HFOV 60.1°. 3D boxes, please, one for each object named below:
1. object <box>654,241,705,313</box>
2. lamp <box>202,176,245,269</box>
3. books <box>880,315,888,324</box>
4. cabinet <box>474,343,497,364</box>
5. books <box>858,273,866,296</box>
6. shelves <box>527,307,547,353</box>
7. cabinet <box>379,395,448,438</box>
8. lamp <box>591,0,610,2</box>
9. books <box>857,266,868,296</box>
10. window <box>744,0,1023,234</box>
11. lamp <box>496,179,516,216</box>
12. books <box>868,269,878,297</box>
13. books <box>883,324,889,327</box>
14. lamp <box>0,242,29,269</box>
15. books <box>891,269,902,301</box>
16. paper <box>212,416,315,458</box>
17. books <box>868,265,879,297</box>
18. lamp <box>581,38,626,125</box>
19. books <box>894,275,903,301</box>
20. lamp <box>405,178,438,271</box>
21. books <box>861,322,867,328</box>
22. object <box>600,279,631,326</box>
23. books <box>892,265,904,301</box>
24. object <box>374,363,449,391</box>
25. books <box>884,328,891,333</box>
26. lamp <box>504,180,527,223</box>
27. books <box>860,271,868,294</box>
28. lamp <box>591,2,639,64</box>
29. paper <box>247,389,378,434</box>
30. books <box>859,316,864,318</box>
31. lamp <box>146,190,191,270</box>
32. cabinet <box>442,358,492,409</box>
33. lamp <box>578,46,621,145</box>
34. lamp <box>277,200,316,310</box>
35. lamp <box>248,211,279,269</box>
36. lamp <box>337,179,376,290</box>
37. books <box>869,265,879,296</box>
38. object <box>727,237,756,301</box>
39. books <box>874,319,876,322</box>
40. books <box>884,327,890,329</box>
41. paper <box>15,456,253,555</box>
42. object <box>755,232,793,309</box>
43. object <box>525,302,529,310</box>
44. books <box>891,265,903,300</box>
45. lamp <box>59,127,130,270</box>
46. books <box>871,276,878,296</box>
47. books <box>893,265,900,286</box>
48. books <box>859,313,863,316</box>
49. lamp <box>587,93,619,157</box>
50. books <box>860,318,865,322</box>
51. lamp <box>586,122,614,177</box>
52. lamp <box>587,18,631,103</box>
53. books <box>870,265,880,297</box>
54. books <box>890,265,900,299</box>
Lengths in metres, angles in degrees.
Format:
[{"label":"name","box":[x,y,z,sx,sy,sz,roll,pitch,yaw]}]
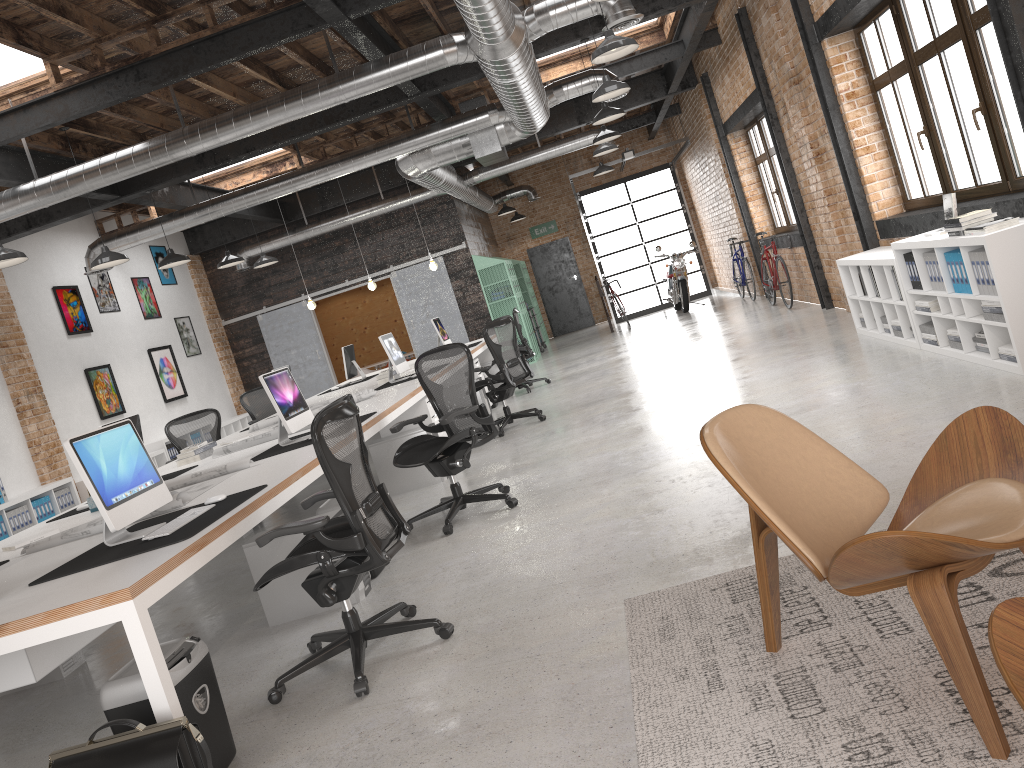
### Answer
[{"label":"object","box":[3.178,-2.054,16.952,0.814,1.356,2.180,-18,5,-5]},{"label":"lamp","box":[-3.812,-2.180,11.357,0.360,1.359,0.364,-17,3,14]},{"label":"books","box":[3.114,-0.540,7.107,0.216,0.077,0.292,-17,6,7]},{"label":"cabinet","box":[-0.349,-0.199,12.664,0.459,0.646,0.389,-17,4,7]},{"label":"books","box":[3.091,-0.944,7.543,0.271,0.353,0.063,-17,3,12]},{"label":"shelves","box":[0.281,-0.996,17.324,0.566,0.853,0.990,-17,5,7]},{"label":"cabinet","box":[-0.824,0.478,7.598,0.459,0.646,0.389,-17,4,7]},{"label":"lamp","box":[0.400,-2.832,4.848,0.360,1.359,0.365,-16,3,24]},{"label":"books","box":[3.080,-0.900,7.516,0.221,0.282,0.061,-17,3,12]},{"label":"window","box":[3.317,-2.472,9.034,0.146,1.686,8.679,-17,6,7]},{"label":"lamp","box":[-0.293,-3.804,16.398,0.363,1.335,0.361,-18,3,-16]},{"label":"books","box":[3.032,-0.843,7.218,0.182,0.261,0.057,-17,3,12]},{"label":"books","box":[3.119,-0.503,7.091,0.214,0.046,0.253,-17,6,7]},{"label":"lamp","box":[-4.147,-1.352,6.979,0.360,0.854,0.365,-16,4,24]},{"label":"books","box":[2.957,-0.755,6.600,0.182,0.261,0.057,-17,3,12]},{"label":"paper","box":[-1.714,0.355,6.589,1.134,0.082,0.083,-17,4,1]},{"label":"books","box":[3.047,-0.890,7.163,0.257,0.354,0.050,-17,3,12]},{"label":"lamp","box":[0.888,-3.180,9.261,0.360,0.854,0.365,-16,4,29]},{"label":"books","box":[2.951,-0.738,6.571,0.161,0.239,0.054,-17,3,12]},{"label":"lamp","box":[-1.333,-2.383,12.335,0.123,1.674,0.124,-17,3,5]},{"label":"books","box":[3.195,-0.551,7.729,0.216,0.071,0.291,-17,6,7]},{"label":"object","box":[2.145,-1.649,17.990,0.408,1.030,1.745,-17,5,14]},{"label":"books","box":[2.972,-0.798,6.521,0.258,0.352,0.071,-17,3,12]},{"label":"object","box":[-1.009,-0.068,8.883,0.686,0.008,0.853,-17,6,7]},{"label":"books","box":[3.132,-0.461,7.106,0.206,0.061,0.275,-17,6,7]},{"label":"lamp","box":[-0.064,-4.132,18.849,0.363,1.335,0.361,-18,3,-16]},{"label":"books","box":[3.080,-0.874,7.483,0.197,0.239,0.058,-17,3,12]},{"label":"lamp","box":[0.621,-2.799,6.410,0.360,0.854,0.365,-16,4,24]},{"label":"paper","box":[-1.820,0.243,7.998,0.982,0.105,1.071,-21,6,-29]},{"label":"books","box":[3.167,-0.621,7.710,0.218,0.039,0.261,-17,6,7]},{"label":"lamp","box":[-3.880,-1.733,9.830,0.360,0.854,0.364,-17,3,14]},{"label":"cabinet","box":[-0.548,0.085,10.538,0.459,0.646,0.389,-17,4,7]},{"label":"lamp","box":[0.956,-3.627,10.787,0.360,1.359,0.364,-17,3,14]},{"label":"lamp","box":[-3.080,-1.853,12.544,0.123,1.674,0.124,-17,3,5]},{"label":"lamp","box":[-3.624,-2.099,12.565,0.360,0.854,0.365,-16,4,24]},{"label":"lamp","box":[-2.206,-2.118,12.439,0.123,1.674,0.124,-17,3,5]},{"label":"books","box":[3.046,-0.886,7.139,0.258,0.352,0.071,-17,3,12]},{"label":"object","box":[3.727,-1.879,14.438,0.401,1.037,1.744,-17,5,2]},{"label":"books","box":[3.186,-0.566,7.413,0.222,0.055,0.283,-17,6,8]},{"label":"books","box":[3.126,-0.486,7.097,0.218,0.034,0.261,-17,6,7]},{"label":"paper","box":[-1.982,0.629,4.789,0.974,0.105,1.080,-17,6,4]},{"label":"object","box":[3.486,-1.536,11.874,0.401,1.037,1.744,-17,5,2]},{"label":"object","box":[0.157,-1.508,17.271,0.309,0.262,0.462,-17,5,7]},{"label":"books","box":[2.972,-0.802,6.545,0.257,0.354,0.050,-17,3,12]},{"label":"lamp","box":[-4.079,-1.798,8.506,0.362,1.359,0.363,-18,3,-1]},{"label":"books","box":[3.025,-0.826,7.189,0.161,0.239,0.054,-17,3,12]},{"label":"books","box":[2.968,-0.795,6.491,0.271,0.353,0.063,-17,3,12]},{"label":"books","box":[3.161,-0.638,7.705,0.214,0.051,0.253,-17,6,7]},{"label":"lamp","box":[1.144,-3.546,11.996,0.360,0.854,0.365,-16,4,24]},{"label":"books","box":[3.173,-0.596,7.720,0.206,0.067,0.277,-17,6,7]},{"label":"lamp","box":[1.394,-3.903,14.662,0.363,0.854,0.361,-19,3,-16]},{"label":"lamp","box":[0.689,-3.245,7.936,0.364,1.359,0.361,-19,3,-20]},{"label":"books","box":[3.043,-0.883,7.109,0.271,0.353,0.063,-17,3,12]},{"label":"books","box":[2.998,-0.793,6.629,0.258,0.304,0.041,-17,3,12]}]
